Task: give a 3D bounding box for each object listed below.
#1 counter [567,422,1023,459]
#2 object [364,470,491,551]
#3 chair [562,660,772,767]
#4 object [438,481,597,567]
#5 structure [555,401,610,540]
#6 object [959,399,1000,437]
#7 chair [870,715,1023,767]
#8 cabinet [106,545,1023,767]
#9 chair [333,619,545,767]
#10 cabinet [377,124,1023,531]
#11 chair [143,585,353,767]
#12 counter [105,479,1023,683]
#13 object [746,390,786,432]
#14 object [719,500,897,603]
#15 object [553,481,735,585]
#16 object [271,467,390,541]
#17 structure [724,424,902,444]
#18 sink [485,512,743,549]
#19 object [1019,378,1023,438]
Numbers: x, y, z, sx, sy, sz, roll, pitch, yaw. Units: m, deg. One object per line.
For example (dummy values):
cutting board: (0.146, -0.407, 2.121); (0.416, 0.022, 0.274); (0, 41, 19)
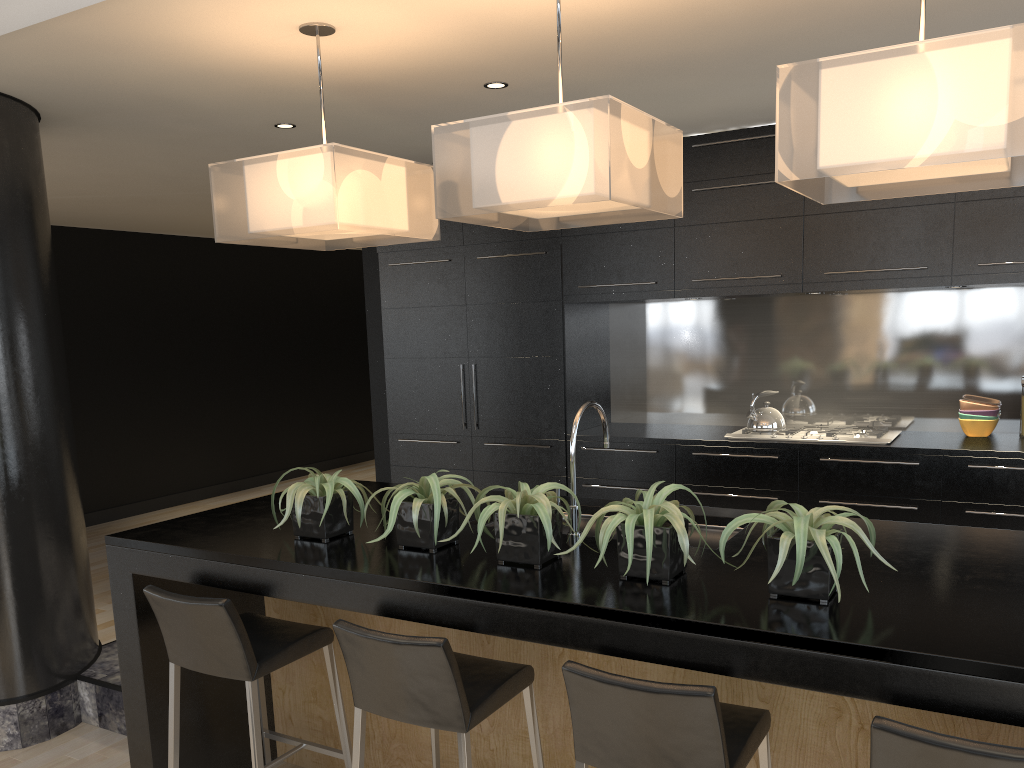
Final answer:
counter: (1.766, 0.317, 5.171); (2.856, 0.034, 0.723); (0, 5, 30)
object: (-0.302, 0.384, 2.730); (0.404, 0.242, 0.395); (-6, 7, -35)
chair: (0.408, 1.112, 2.244); (0.475, 0.976, 0.513); (3, 9, 30)
object: (0.061, 0.399, 2.494); (0.395, 0.220, 0.404); (-6, 6, -35)
structure: (0.389, 0.550, 3.026); (2.772, 1.032, 0.648); (1, 8, 30)
object: (2.593, 0.190, 4.902); (0.204, 0.208, 0.183); (2, 8, 31)
chair: (0.991, 1.116, 1.907); (0.475, 0.976, 0.513); (3, 9, 30)
cabinet: (0.257, 1.035, 2.850); (3.110, 1.051, 1.167); (1, 7, 30)
chair: (-0.196, 1.109, 2.594); (0.475, 0.976, 0.513); (3, 9, 30)
cabinet: (1.739, -0.137, 5.076); (5.719, 2.559, 0.720); (1, 9, 30)
chair: (-0.876, 1.105, 2.988); (0.475, 0.976, 0.513); (3, 9, 30)
counter: (0.239, 0.500, 2.763); (3.110, 0.032, 1.168); (0, 5, 30)
object: (1.495, 0.152, 5.186); (0.221, 0.233, 0.218); (1, 7, 23)
object: (0.751, 0.398, 2.161); (0.404, 0.220, 0.395); (-6, 6, -35)
object: (0.388, 0.390, 2.305); (0.395, 0.242, 0.404); (-6, 7, -35)
object: (-0.643, 0.380, 2.957); (0.395, 0.242, 0.404); (-6, 7, -35)
structure: (1.755, 0.295, 5.151); (0.899, 0.067, 0.515); (0, 5, 30)
sink: (0.325, 0.577, 3.004); (0.921, 0.162, 0.456); (0, 5, 30)
object: (2.927, 0.131, 4.725); (0.365, 0.320, 0.112); (2, 9, 30)
